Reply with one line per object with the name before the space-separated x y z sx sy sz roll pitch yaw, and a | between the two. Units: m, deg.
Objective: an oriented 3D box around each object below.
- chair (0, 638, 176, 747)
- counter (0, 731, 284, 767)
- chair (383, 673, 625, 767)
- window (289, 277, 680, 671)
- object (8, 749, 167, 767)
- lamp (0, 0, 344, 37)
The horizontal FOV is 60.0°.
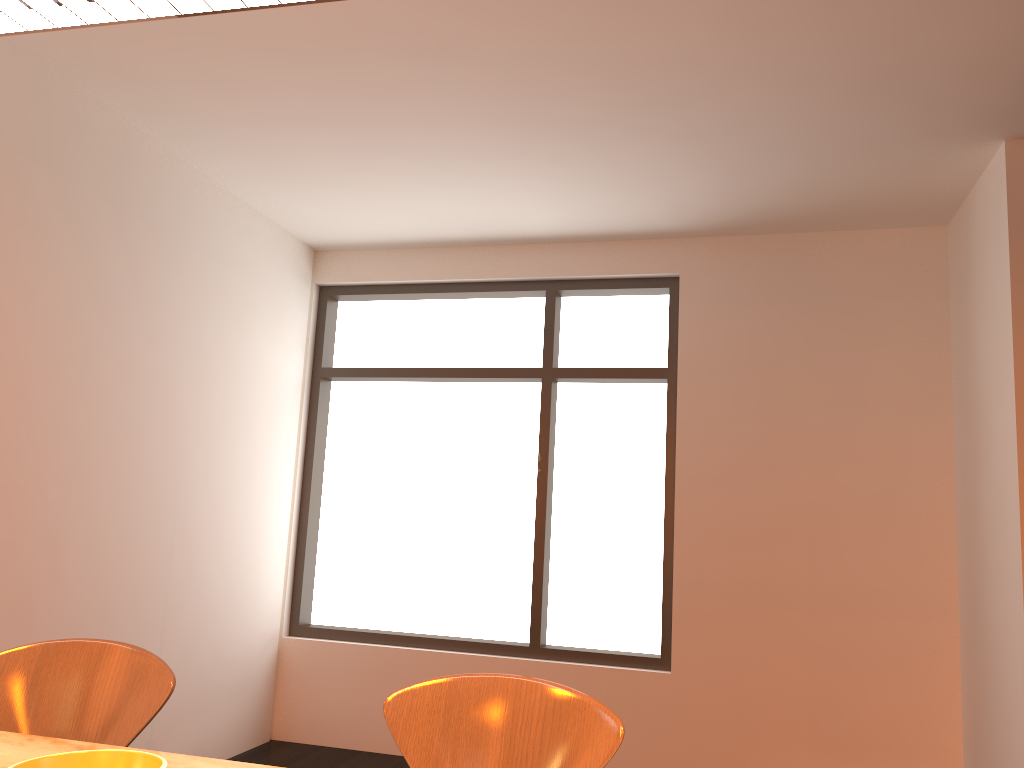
chair | -0.884 0.969 1.396 0.520 1.047 0.506 1 -10 14
counter | -1.099 0.501 0.916 2.711 0.038 1.280 1 -10 14
chair | -0.106 0.984 1.239 0.520 1.047 0.506 0 -10 19
window | -0.172 0.470 5.340 2.310 2.201 0.152 0 -10 16
object | -0.392 0.380 0.810 0.140 0.062 0.139 -1 -10 23
lamp | -0.998 -0.787 1.154 2.465 0.765 0.120 1 -10 14
